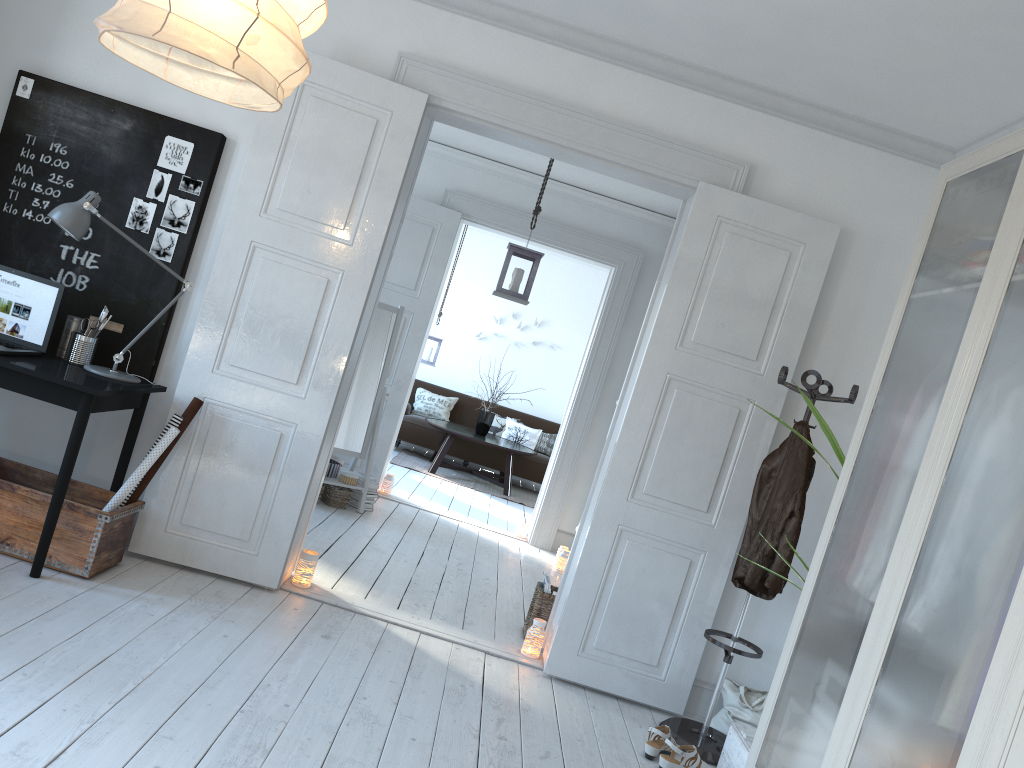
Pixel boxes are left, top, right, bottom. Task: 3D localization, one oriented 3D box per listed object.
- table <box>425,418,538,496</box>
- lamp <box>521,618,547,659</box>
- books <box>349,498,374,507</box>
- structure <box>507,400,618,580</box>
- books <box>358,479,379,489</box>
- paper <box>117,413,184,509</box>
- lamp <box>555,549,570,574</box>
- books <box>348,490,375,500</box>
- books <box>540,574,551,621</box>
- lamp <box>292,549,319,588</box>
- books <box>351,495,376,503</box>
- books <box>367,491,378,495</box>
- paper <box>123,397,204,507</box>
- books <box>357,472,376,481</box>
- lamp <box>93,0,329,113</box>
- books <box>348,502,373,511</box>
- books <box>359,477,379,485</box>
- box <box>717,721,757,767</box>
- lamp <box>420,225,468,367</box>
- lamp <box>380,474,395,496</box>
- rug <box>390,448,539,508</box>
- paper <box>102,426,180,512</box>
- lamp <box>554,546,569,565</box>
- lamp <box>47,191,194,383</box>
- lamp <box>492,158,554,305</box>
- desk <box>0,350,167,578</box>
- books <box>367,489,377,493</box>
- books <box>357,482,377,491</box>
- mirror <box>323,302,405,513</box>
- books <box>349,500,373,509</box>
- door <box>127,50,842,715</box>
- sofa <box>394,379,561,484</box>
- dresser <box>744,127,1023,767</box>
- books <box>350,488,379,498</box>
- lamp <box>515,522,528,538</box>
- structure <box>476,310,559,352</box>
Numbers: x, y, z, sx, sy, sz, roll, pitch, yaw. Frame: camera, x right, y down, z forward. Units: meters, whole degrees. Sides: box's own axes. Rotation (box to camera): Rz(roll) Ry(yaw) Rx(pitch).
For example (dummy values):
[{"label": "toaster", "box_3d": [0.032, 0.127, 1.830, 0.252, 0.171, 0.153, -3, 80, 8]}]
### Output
[{"label": "table", "box_3d": [-0.410, 0.808, 9.810, 1.301, 0.503, 1.298, 17, 1, -11]}, {"label": "lamp", "box_3d": [0.110, 1.217, 4.247, 0.093, 0.180, 0.092, 17, 2, -18]}, {"label": "books", "box_3d": [-1.113, 0.855, 6.476, 0.180, 0.016, 0.128, 18, 1, 44]}, {"label": "structure", "box_3d": [1.041, 0.182, 6.666, 0.798, 2.829, 1.251, 19, 2, 44]}, {"label": "books", "box_3d": [-1.060, 0.717, 6.465, 0.128, 0.026, 0.199, 17, 1, -29]}, {"label": "paper", "box_3d": [-1.593, 0.426, 3.709, 0.043, 0.669, 0.267, 19, 2, 44]}, {"label": "lamp", "box_3d": [0.375, 1.282, 6.397, 0.089, 0.166, 0.089, 17, 2, 1]}, {"label": "books", "box_3d": [-1.106, 0.806, 6.477, 0.166, 0.022, 0.128, 18, 1, 33]}, {"label": "books", "box_3d": [0.224, 1.178, 4.612, 0.201, 0.300, 0.179, 17, 2, -1]}, {"label": "lamp", "box_3d": [-0.981, 0.878, 4.216, 0.089, 0.166, 0.089, 17, 2, -8]}, {"label": "books", "box_3d": [-1.103, 0.828, 6.474, 0.186, 0.017, 0.133, 18, 1, 36]}, {"label": "books", "box_3d": [-1.081, 0.768, 6.477, 0.178, 0.016, 0.128, 18, 1, 42]}, {"label": "paper", "box_3d": [-1.555, 0.392, 3.778, 0.048, 0.747, 0.298, 19, 2, 44]}, {"label": "books", "box_3d": [-1.064, 0.677, 6.479, 0.111, 0.014, 0.156, 17, 1, -21]}, {"label": "lamp", "box_3d": [-0.334, -1.087, 1.440, 0.338, 1.232, 0.341, 18, 2, 30]}, {"label": "books", "box_3d": [-1.118, 0.889, 6.481, 0.178, 0.016, 0.128, 18, 1, 37]}, {"label": "books", "box_3d": [-1.060, 0.695, 6.468, 0.133, 0.017, 0.186, 17, 1, -28]}, {"label": "box", "box_3d": [1.026, 1.508, 3.277, 0.376, 0.218, 0.641, 17, 1, -1]}, {"label": "lamp", "box_3d": [-0.695, -1.061, 9.773, 0.228, 1.763, 0.228, 17, 2, -4]}, {"label": "lamp", "box_3d": [-1.015, 0.822, 7.241, 0.089, 0.166, 0.089, 17, 2, -2]}, {"label": "rug", "box_3d": [-0.477, 1.022, 9.844, 1.710, 0.055, 1.455, 17, 1, 0]}, {"label": "paper", "box_3d": [-1.597, 0.444, 3.651, 0.284, 0.627, 0.040, 17, 2, -23]}, {"label": "lamp", "box_3d": [0.371, 1.288, 6.628, 0.084, 0.146, 0.084, 18, 2, 4]}, {"label": "lamp", "box_3d": [-1.669, -0.399, 3.712, 0.618, 0.716, 0.229, 17, 2, -30]}, {"label": "lamp", "box_3d": [0.253, -1.368, 5.477, 0.228, 1.763, 0.228, 17, 2, -4]}, {"label": "desk", "box_3d": [-2.193, 0.209, 3.608, 1.159, 0.759, 0.650, 17, 1, -1]}, {"label": "books", "box_3d": [-1.080, 0.751, 6.475, 0.128, 0.016, 0.176, 17, 1, -34]}, {"label": "books", "box_3d": [-1.075, 0.735, 6.472, 0.128, 0.016, 0.180, 17, 1, -30]}, {"label": "mirror", "box_3d": [-1.161, 0.104, 6.266, 0.612, 1.489, 0.416, 16, 2, -36]}, {"label": "books", "box_3d": [-1.117, 0.871, 6.479, 0.176, 0.016, 0.128, 18, 1, 40]}, {"label": "door", "box_3d": [-0.094, -0.054, 4.177, 2.599, 2.506, 0.577, 17, 2, -1]}, {"label": "sofa", "box_3d": [-0.357, 0.631, 10.594, 2.165, 0.825, 0.968, 17, 1, -1]}, {"label": "dresser", "box_3d": [1.144, 0.535, 1.754, 0.631, 2.164, 1.431, 17, 2, -1]}, {"label": "books", "box_3d": [-1.086, 0.788, 6.469, 0.193, 0.022, 0.128, 18, 1, 32]}, {"label": "lamp", "box_3d": [0.079, 1.196, 7.251, 0.093, 0.110, 0.094, 18, 1, 16]}, {"label": "structure", "box_3d": [0.098, -0.640, 11.015, 1.025, 0.478, 0.085, 17, 2, -1]}]
